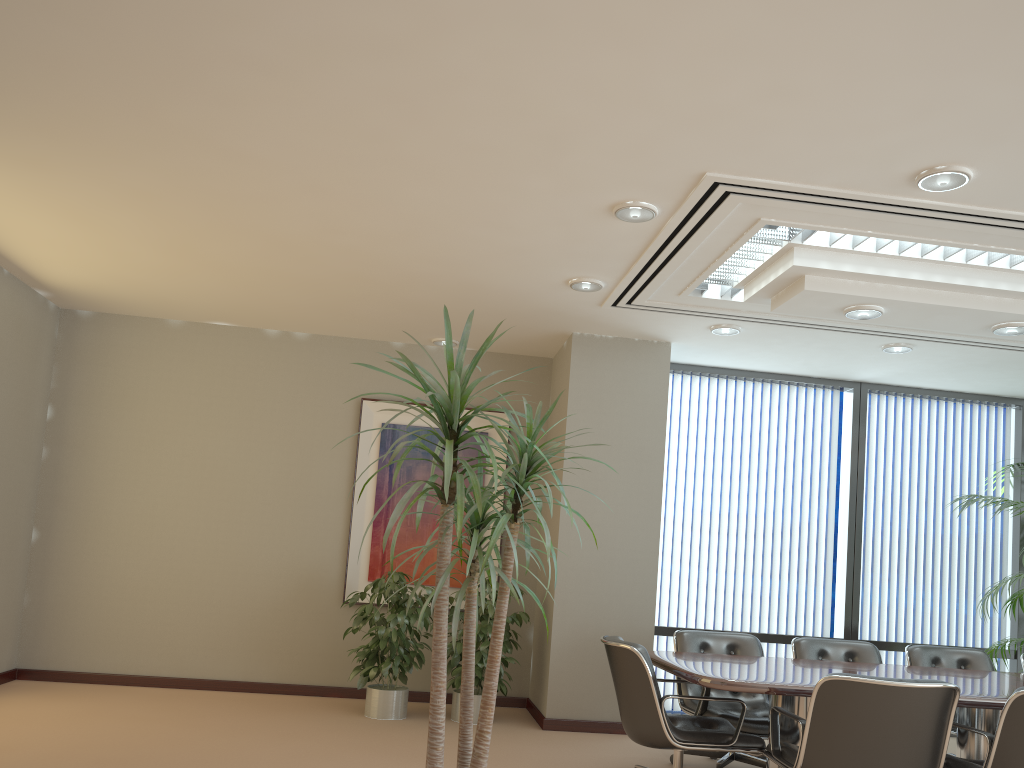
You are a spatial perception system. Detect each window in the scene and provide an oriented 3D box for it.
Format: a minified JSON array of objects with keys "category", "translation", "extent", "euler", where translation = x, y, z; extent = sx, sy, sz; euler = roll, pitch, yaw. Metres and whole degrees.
[{"category":"window","translation":[5.076,1.437,6.690],"extent":[7.386,2.878,3.574],"euler":[-4,-12,39]}]

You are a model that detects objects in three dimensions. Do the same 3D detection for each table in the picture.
[{"category":"table","translation":[2.835,2.103,5.086],"extent":[4.072,0.741,1.527],"euler":[6,-10,-6]}]

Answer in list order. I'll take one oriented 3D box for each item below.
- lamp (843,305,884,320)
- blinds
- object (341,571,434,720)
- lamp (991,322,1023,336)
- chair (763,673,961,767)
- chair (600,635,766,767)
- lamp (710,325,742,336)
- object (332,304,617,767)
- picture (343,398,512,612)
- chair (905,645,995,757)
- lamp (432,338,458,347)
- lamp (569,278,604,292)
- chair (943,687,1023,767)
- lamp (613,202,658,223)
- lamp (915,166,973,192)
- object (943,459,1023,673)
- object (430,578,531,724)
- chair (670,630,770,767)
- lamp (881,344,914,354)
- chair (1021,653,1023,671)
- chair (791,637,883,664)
[{"category":"lamp","translation":[2.069,-0.415,5.191],"extent":[0.225,0.035,0.228],"euler":[2,-11,11]},{"category":"blinds","translation":[3.571,1.549,7.857],"extent":[4.898,2.878,0.032],"euler":[5,-5,-6]},{"category":"object","translation":[-0.894,1.976,6.715],"extent":[0.740,1.081,0.804],"euler":[8,-8,-24]},{"category":"lamp","translation":[3.005,-0.324,5.297],"extent":[0.225,0.035,0.228],"euler":[1,-12,18]},{"category":"chair","translation":[1.612,1.775,4.170],"extent":[0.753,0.849,0.868],"euler":[5,-8,-2]},{"category":"chair","translation":[0.889,1.854,4.839],"extent":[0.853,0.849,0.768],"euler":[5,-8,-6]},{"category":"lamp","translation":[1.565,-0.390,6.460],"extent":[0.225,0.035,0.228],"euler":[2,-11,11]},{"category":"object","translation":[-0.161,0.705,2.895],"extent":[0.822,1.812,0.809],"euler":[8,-7,-31]},{"category":"picture","translation":[-0.709,1.040,7.523],"extent":[1.297,1.728,0.058],"euler":[5,-5,-6]},{"category":"chair","translation":[3.230,2.090,5.147],"extent":[0.759,0.846,2.562],"euler":[5,-11,-6]},{"category":"lamp","translation":[-0.568,-0.346,7.480],"extent":[0.225,0.035,0.228],"euler":[3,-11,4]},{"category":"lamp","translation":[0.476,-0.629,5.664],"extent":[0.225,0.035,0.228],"euler":[2,-11,11]},{"category":"chair","translation":[2.489,1.851,4.224],"extent":[0.759,0.849,0.863],"euler":[5,-8,-6]},{"category":"lamp","translation":[0.621,-0.861,4.447],"extent":[0.225,0.035,0.228],"euler":[5,-11,-3]},{"category":"lamp","translation":[1.879,-0.887,3.840],"extent":[0.226,0.035,0.227],"euler":[8,-12,-16]},{"category":"object","translation":[4.647,1.755,7.055],"extent":[2.164,2.451,2.118],"euler":[2,-8,14]},{"category":"object","translation":[-0.274,2.050,6.849],"extent":[0.735,1.081,0.809],"euler":[1,-8,25]},{"category":"chair","translation":[1.454,2.076,5.746],"extent":[0.760,0.849,0.862],"euler":[6,-8,-11]},{"category":"lamp","translation":[2.888,-0.261,6.609],"extent":[0.225,0.035,0.228],"euler":[1,-12,18]},{"category":"chair","translation":[3.975,2.321,6.028],"extent":[0.759,0.849,0.864],"euler":[4,-8,-1]},{"category":"chair","translation":[2.291,2.166,5.880],"extent":[0.759,0.849,0.863],"euler":[5,-8,-6]}]
